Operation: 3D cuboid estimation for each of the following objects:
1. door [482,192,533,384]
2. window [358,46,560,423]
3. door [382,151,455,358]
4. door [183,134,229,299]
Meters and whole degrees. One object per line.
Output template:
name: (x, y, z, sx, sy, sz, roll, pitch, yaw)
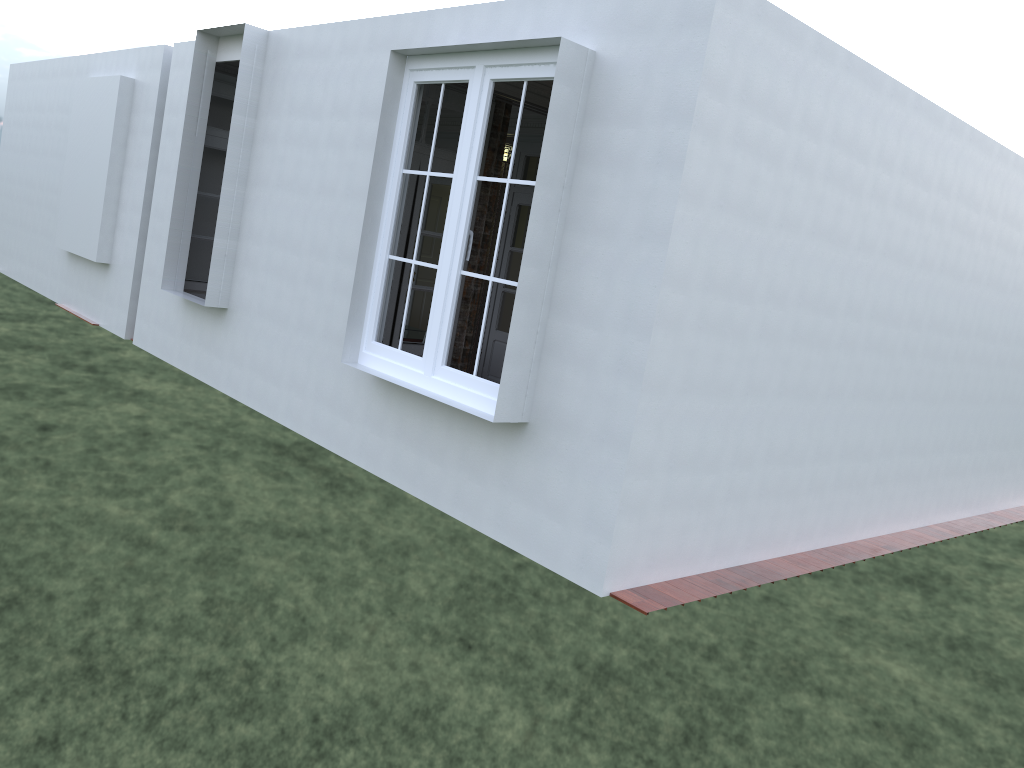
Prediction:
door: (0.192, -0.821, 8.969, 0.040, 2.168, 1.066, 5, 8, -44)
window: (-0.298, -0.935, 5.196, 0.127, 1.974, 1.539, 5, 8, -44)
door: (-0.883, -0.688, 6.823, 1.158, 2.170, 0.041, 4, 8, -44)
door: (-2.960, -1.394, 9.065, 1.158, 2.170, 0.041, 4, 8, -44)
